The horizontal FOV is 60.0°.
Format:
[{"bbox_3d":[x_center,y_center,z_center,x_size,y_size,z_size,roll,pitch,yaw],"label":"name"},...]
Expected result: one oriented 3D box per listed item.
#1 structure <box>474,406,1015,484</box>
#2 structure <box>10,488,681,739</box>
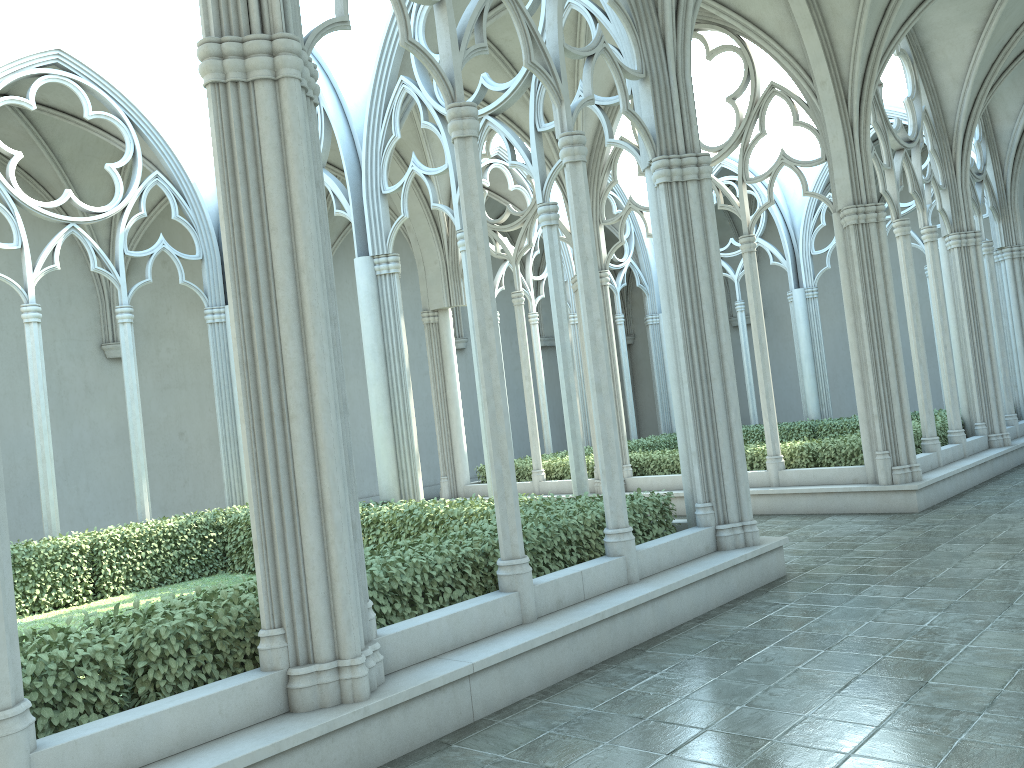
[{"bbox_3d":[4.827,1.414,17.870,7.995,0.963,8.018,-9,-3,42],"label":"structure"},{"bbox_3d":[-3.926,2.048,8.192,7.995,0.963,8.018,-9,-3,42],"label":"structure"}]
